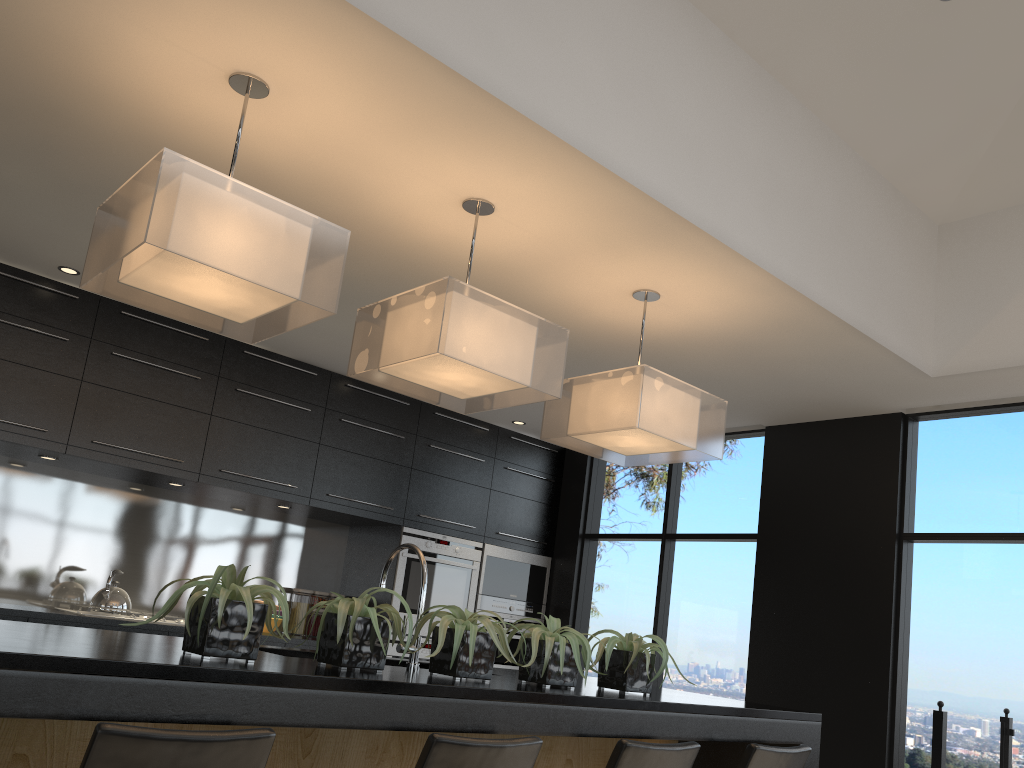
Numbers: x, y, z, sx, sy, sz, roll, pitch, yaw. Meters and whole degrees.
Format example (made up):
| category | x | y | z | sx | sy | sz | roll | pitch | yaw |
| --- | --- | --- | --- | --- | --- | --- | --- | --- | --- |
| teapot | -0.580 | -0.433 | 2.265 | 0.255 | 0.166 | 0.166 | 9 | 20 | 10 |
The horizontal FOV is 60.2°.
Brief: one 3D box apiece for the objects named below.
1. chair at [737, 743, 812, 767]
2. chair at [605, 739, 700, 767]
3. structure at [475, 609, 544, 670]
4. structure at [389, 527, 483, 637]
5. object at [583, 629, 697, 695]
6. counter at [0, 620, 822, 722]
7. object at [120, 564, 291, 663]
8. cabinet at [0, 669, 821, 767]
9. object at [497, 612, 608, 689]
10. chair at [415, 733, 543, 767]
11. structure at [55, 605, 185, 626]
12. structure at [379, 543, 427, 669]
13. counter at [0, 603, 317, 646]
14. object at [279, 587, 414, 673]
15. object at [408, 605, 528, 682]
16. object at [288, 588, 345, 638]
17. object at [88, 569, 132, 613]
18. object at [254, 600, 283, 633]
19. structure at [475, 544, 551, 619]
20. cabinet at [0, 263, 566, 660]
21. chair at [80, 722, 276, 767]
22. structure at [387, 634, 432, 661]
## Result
| category | x | y | z | sx | sy | sz | roll | pitch | yaw |
| --- | --- | --- | --- | --- | --- | --- | --- | --- | --- |
| chair | 0.749 | 1.774 | 3.226 | 0.482 | 0.945 | 0.522 | 17 | -15 | -39 |
| chair | 0.250 | 1.587 | 2.797 | 0.482 | 0.945 | 0.522 | 17 | -15 | -39 |
| structure | -0.037 | 1.928 | 6.525 | 0.688 | 0.436 | 0.071 | 19 | -16 | -39 |
| structure | -0.526 | 1.402 | 6.143 | 0.711 | 0.693 | 0.086 | 19 | -15 | -39 |
| object | 0.419 | 1.029 | 3.277 | 0.399 | 0.213 | 0.413 | 11 | -15 | -15 |
| counter | -0.309 | 0.975 | 2.968 | 3.160 | 0.031 | 1.187 | 20 | -20 | -39 |
| object | -0.765 | 0.572 | 2.250 | 0.408 | 0.234 | 0.404 | 11 | -15 | -15 |
| cabinet | -0.376 | 1.486 | 2.869 | 3.160 | 1.017 | 1.186 | 20 | -19 | -39 |
| object | 0.172 | 0.904 | 2.990 | 0.408 | 0.234 | 0.404 | 11 | -15 | -15 |
| chair | -0.269 | 1.393 | 2.352 | 0.482 | 0.945 | 0.522 | 17 | -15 | -39 |
| structure | -2.129 | 1.381 | 5.168 | 0.913 | 0.065 | 0.523 | 20 | -20 | -38 |
| structure | -0.513 | 1.082 | 3.175 | 2.818 | 0.999 | 0.659 | 20 | -18 | -39 |
| counter | -2.144 | 1.406 | 5.179 | 2.903 | 0.033 | 0.735 | 20 | -20 | -39 |
| object | -0.445 | 0.682 | 2.491 | 0.399 | 0.234 | 0.413 | 11 | -15 | -15 |
| object | -0.108 | 0.810 | 2.747 | 0.408 | 0.213 | 0.404 | 11 | -15 | -15 |
| object | -1.368 | 1.605 | 6.155 | 0.371 | 0.309 | 0.114 | 19 | -16 | -39 |
| object | -2.244 | 1.160 | 4.978 | 0.222 | 0.225 | 0.225 | -4 | -18 | 41 |
| object | -1.638 | 1.555 | 5.888 | 0.208 | 0.201 | 0.186 | 18 | -17 | -38 |
| structure | 0.022 | 1.485 | 6.610 | 0.686 | 0.465 | 0.027 | 19 | -16 | -39 |
| cabinet | -2.070 | 0.967 | 5.245 | 5.812 | 2.476 | 0.732 | 20 | -16 | -39 |
| chair | -0.852 | 1.175 | 1.852 | 0.482 | 0.945 | 0.522 | 17 | -15 | -39 |
| structure | -0.616 | 2.091 | 6.010 | 0.711 | 0.693 | 0.086 | 19 | -15 | -39 |
